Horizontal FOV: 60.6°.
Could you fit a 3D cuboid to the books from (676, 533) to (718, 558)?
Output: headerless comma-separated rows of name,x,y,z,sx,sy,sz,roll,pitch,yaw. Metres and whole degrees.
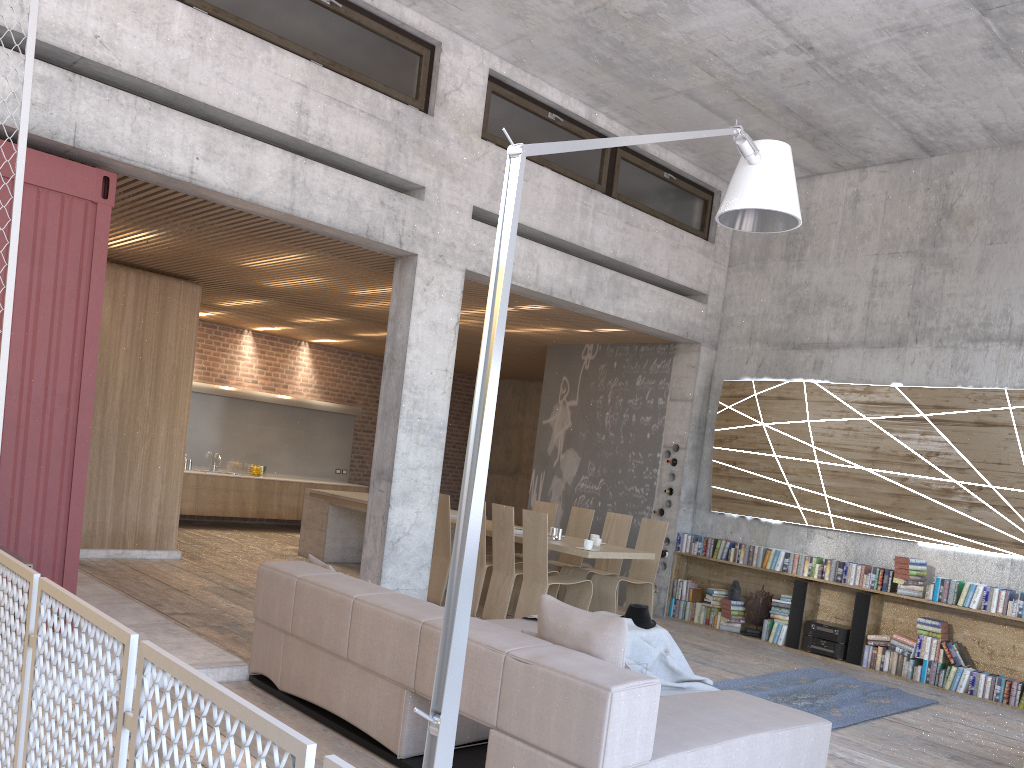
books,2.187,1.889,10.274,0.216,0.221,0.485,8,-3,-43

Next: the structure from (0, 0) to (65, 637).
structure,-2.846,-0.545,3.186,3.060,4.333,3.646,6,0,-43

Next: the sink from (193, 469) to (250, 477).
sink,-4.616,1.503,13.920,0.736,0.192,0.518,11,-6,-43

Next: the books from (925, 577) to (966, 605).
books,4.071,1.938,8.241,0.211,0.221,0.276,7,-1,-44

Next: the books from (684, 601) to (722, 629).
books,2.268,2.666,10.168,0.244,0.238,0.490,8,-3,-43

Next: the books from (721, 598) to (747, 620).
books,2.495,2.527,9.841,0.247,0.211,0.188,8,0,-22

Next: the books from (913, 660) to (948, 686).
books,3.960,2.720,8.307,0.216,0.221,0.224,8,-1,-43

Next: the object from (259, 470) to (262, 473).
object,-4.097,1.419,14.281,0.052,0.054,0.062,7,-1,38

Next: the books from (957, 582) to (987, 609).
books,4.236,1.942,8.049,0.191,0.229,0.197,7,0,-43

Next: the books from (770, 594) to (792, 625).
books,2.946,2.427,9.466,0.220,0.324,0.249,6,1,-41

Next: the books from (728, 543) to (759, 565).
books,2.598,1.901,9.840,0.211,0.221,0.276,7,-1,-44

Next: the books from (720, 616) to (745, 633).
books,2.471,2.704,9.864,0.261,0.151,0.248,7,-3,3

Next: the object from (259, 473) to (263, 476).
object,-4.083,1.470,14.269,0.052,0.052,0.063,7,-2,32

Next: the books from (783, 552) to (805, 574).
books,3.008,1.916,9.363,0.155,0.222,0.154,6,1,-43

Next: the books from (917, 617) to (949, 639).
books,3.997,2.320,8.332,0.191,0.161,0.237,8,-3,-43

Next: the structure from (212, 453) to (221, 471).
structure,-4.718,1.344,14.083,0.116,0.478,0.245,4,3,-43

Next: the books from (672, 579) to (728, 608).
books,2.219,2.453,10.227,0.303,0.263,0.710,8,-4,-38

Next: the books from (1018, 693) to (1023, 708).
books,4.581,2.745,7.680,0.191,0.229,0.197,7,0,-43

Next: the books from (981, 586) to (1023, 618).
books,4.485,1.957,7.815,0.216,0.221,0.485,8,-3,-43

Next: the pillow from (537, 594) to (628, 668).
pillow,0.329,1.316,4.157,0.223,0.559,0.558,5,1,-41

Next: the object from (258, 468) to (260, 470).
object,-4.116,1.376,14.229,0.051,0.053,0.063,7,-1,5

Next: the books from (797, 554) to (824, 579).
books,3.156,1.921,9.207,0.172,0.221,0.274,7,-1,-42

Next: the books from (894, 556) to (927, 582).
books,3.839,1.783,8.455,0.247,0.211,0.188,8,0,-22

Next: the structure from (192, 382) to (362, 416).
structure,-4.232,0.195,14.386,4.117,0.157,0.206,12,-4,-43

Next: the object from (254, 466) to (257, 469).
object,-4.173,1.357,14.265,0.051,0.054,0.063,7,-1,-6

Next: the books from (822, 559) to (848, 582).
books,3.338,1.931,9.082,0.206,0.221,0.153,7,0,-43

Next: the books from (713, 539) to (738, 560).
books,2.438,1.897,10.025,0.191,0.229,0.197,7,0,-43

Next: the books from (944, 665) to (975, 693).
books,4.141,2.724,8.098,0.191,0.229,0.197,7,0,-43

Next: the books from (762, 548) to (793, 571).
books,2.875,1.904,9.508,0.191,0.229,0.247,7,-1,-43

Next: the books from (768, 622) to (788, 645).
books,2.907,2.688,9.450,0.191,0.229,0.197,7,0,-43

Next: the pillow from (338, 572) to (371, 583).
pillow,-0.949,1.373,5.496,0.188,0.360,0.367,5,1,-43

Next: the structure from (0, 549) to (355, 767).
structure,-2.140,1.025,2.205,1.944,0.936,4.390,10,-5,-43

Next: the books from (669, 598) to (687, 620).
books,1.985,2.664,10.427,0.206,0.221,0.271,7,-1,-43

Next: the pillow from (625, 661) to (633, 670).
pillow,0.536,1.454,3.973,0.151,0.378,0.367,7,-1,-10

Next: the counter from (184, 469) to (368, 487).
counter,-4.240,1.506,14.307,4.117,0.020,0.647,12,-7,-43

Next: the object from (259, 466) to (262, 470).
object,-4.102,1.370,14.294,0.051,0.060,0.059,7,-1,-8

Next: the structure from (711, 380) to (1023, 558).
structure,3.512,0.757,8.963,0.361,1.539,3.383,4,-1,-43

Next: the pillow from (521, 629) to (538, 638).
pillow,0.217,1.429,4.422,0.374,0.374,0.169,7,2,20

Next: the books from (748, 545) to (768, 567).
books,2.727,1.900,9.666,0.191,0.221,0.154,7,1,-43

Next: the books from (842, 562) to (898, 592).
books,3.585,1.933,8.777,0.216,0.221,0.485,8,-3,-43

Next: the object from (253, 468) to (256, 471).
object,-4.167,1.379,14.200,0.061,0.052,0.053,7,-1,5

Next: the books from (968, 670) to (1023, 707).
books,4.369,2.740,7.894,0.206,0.221,0.414,7,-2,-43

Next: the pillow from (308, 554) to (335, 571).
pillow,-1.226,1.326,5.764,0.189,0.368,0.359,6,0,-38

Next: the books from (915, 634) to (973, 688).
books,4.046,2.619,8.239,0.216,0.450,0.447,5,1,-43

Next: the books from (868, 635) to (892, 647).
books,3.662,2.534,8.659,0.193,0.140,0.232,9,-3,-42

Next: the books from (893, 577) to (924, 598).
books,3.830,1.962,8.463,0.284,0.150,0.222,7,-2,4

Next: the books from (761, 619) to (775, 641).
books,2.813,2.688,9.574,0.206,0.222,0.073,7,2,-43

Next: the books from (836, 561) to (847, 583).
books,3.403,1.931,9.000,0.191,0.222,0.054,7,2,-43

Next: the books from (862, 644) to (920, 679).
books,3.727,2.710,8.603,0.244,0.238,0.490,8,-3,-43

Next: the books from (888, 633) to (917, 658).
books,3.782,2.520,8.444,0.155,0.193,0.241,7,-1,-43

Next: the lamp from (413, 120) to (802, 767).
lamp,0.398,0.301,3.905,0.748,3.439,2.646,9,2,35

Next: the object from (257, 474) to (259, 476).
object,-4.138,1.468,14.291,0.050,0.056,0.062,7,-1,38
